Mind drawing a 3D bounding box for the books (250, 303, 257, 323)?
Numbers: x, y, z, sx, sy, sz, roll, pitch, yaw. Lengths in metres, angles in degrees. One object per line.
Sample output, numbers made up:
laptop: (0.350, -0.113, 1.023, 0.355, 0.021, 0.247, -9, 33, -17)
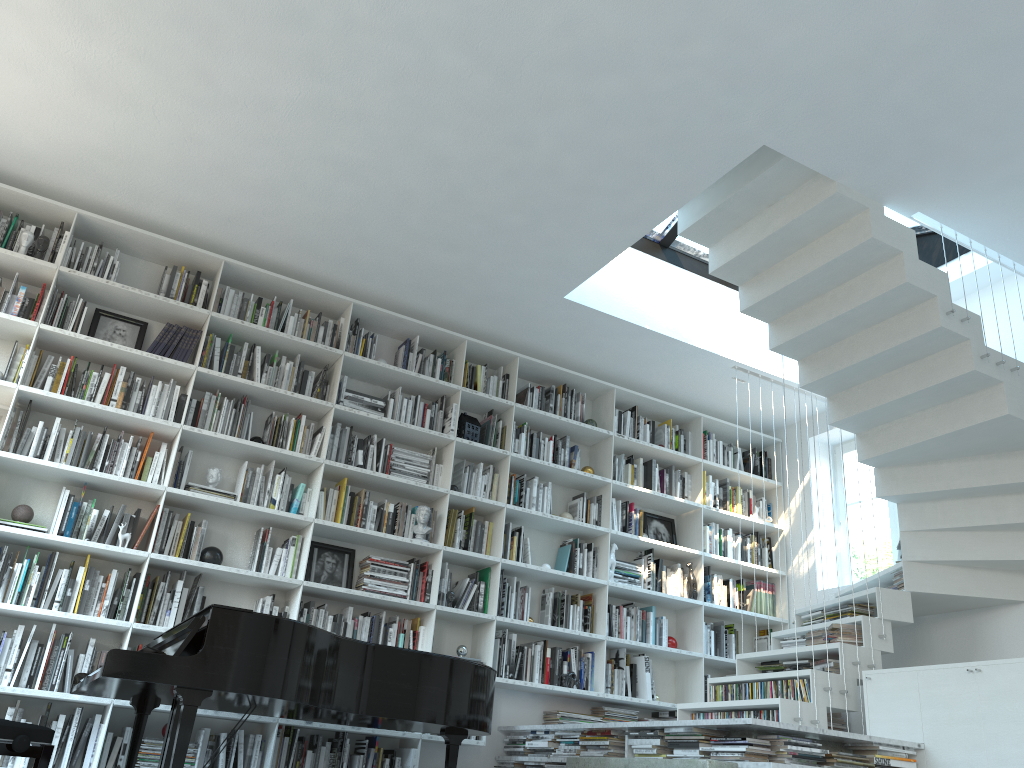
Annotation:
books: (-1.667, -0.388, 5.638, 0.012, 0.215, 0.150, 17, -27, -25)

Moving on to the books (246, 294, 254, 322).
books: (-1.688, -0.425, 5.619, 0.010, 0.263, 0.161, 17, -27, -25)

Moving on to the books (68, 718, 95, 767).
books: (-2.173, 1.815, 4.458, 0.065, 0.255, 0.156, 17, -27, -25)

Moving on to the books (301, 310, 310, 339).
books: (-1.368, -0.332, 5.763, 0.014, 0.265, 0.192, 17, -27, -25)

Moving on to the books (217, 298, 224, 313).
books: (-1.847, -0.431, 5.540, 0.024, 0.182, 0.134, 17, -27, -25)

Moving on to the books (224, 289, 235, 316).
books: (-1.797, -0.453, 5.568, 0.031, 0.253, 0.146, 17, -27, -25)

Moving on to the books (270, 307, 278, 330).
books: (-1.553, -0.365, 5.690, 0.029, 0.234, 0.130, 17, -27, -25)

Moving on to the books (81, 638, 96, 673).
books: (-2.205, 1.463, 4.575, 0.025, 0.286, 0.131, 17, -27, -25)

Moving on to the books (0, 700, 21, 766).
books: (-2.455, 1.704, 4.329, 0.014, 0.303, 0.140, 17, -27, -25)

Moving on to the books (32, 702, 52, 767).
books: (-2.333, 1.741, 4.393, 0.013, 0.308, 0.131, 17, -27, -25)

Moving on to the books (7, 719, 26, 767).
books: (-2.412, 1.748, 4.314, 0.021, 0.217, 0.191, 17, -27, -25)

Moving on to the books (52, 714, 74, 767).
books: (-2.252, 1.791, 4.431, 0.040, 0.263, 0.138, 17, -27, -25)

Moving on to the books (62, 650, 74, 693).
books: (-2.266, 1.473, 4.523, 0.059, 0.215, 0.178, 17, -27, -25)

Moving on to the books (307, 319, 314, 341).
books: (-1.338, -0.297, 5.761, 0.013, 0.206, 0.178, 17, -27, -25)

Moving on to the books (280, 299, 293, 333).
books: (-1.474, -0.379, 5.739, 0.014, 0.314, 0.166, 17, -27, -25)

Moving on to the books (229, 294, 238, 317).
books: (-1.772, -0.432, 5.569, 0.023, 0.219, 0.182, 17, -27, -25)

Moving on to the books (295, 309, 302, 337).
books: (-1.415, -0.338, 5.761, 0.014, 0.268, 0.157, 17, -27, -25)

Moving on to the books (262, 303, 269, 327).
books: (-1.599, -0.382, 5.661, 0.013, 0.233, 0.155, 17, -27, -25)

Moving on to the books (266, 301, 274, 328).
books: (-1.573, -0.385, 5.669, 0.013, 0.250, 0.184, 17, -27, -25)

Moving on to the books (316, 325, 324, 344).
books: (-1.281, -0.265, 5.794, 0.031, 0.184, 0.177, 17, -27, -25)

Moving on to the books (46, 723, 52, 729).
books: (-2.320, 1.789, 4.380, 0.024, 0.213, 0.137, 17, -27, -25)

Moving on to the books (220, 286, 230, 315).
books: (-1.828, -0.465, 5.577, 0.021, 0.277, 0.141, 17, -27, -25)

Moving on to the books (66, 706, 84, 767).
books: (-2.193, 1.775, 4.433, 0.012, 0.302, 0.166, 17, -27, -25)

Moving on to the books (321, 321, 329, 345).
books: (-1.259, -0.278, 5.824, 0.026, 0.236, 0.149, 17, -27, -25)

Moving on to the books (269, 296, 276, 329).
books: (-1.562, -0.402, 5.685, 0.010, 0.297, 0.151, 17, -27, -25)

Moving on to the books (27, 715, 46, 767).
books: (-2.336, 1.756, 4.348, 0.023, 0.243, 0.188, 17, -27, -25)

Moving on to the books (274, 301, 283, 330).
books: (-1.527, -0.382, 5.695, 0.013, 0.275, 0.165, 17, -27, -25)

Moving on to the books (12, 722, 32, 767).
books: (-2.390, 1.760, 4.322, 0.028, 0.205, 0.171, 17, -27, -25)

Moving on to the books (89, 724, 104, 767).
books: (-2.095, 1.830, 4.449, 0.017, 0.232, 0.213, 17, -27, -25)

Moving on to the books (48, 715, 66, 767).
books: (-2.270, 1.778, 4.397, 0.027, 0.255, 0.179, 17, -27, -25)

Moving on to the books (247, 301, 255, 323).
books: (-1.687, -0.399, 5.641, 0.025, 0.233, 0.130, 17, -27, -25)

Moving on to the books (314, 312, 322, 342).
books: (-1.299, -0.314, 5.810, 0.013, 0.284, 0.160, 17, -27, -25)

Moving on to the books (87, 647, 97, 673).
books: (-2.179, 1.481, 4.551, 0.011, 0.238, 0.175, 17, -27, -25)

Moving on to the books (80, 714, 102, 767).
books: (-2.133, 1.819, 4.483, 0.027, 0.275, 0.144, 17, -27, -25)

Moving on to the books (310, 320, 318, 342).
books: (-1.319, -0.290, 5.766, 0.026, 0.199, 0.188, 17, -27, -25)

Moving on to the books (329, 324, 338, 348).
books: (-1.206, -0.262, 5.835, 0.026, 0.224, 0.172, 17, -27, -25)

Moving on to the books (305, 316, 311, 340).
books: (-1.358, -0.307, 5.769, 0.021, 0.227, 0.161, 17, -27, -25)

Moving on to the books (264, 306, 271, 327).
books: (-1.585, -0.372, 5.656, 0.011, 0.215, 0.160, 17, -27, -25)

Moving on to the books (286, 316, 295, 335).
books: (-1.455, -0.319, 5.717, 0.031, 0.189, 0.182, 17, -27, -25)

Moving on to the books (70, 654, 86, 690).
books: (-2.237, 1.497, 4.553, 0.030, 0.202, 0.142, 17, -27, -25)

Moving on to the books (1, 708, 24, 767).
books: (-2.430, 1.720, 4.315, 0.025, 0.265, 0.160, 17, -27, -25)

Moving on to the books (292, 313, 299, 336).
books: (-1.433, -0.329, 5.745, 0.026, 0.234, 0.135, 17, -27, -25)

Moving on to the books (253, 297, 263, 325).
books: (-1.647, -0.406, 5.657, 0.028, 0.266, 0.152, 17, -27, -25)

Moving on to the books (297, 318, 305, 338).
books: (-1.403, -0.305, 5.766, 0.029, 0.212, 0.142, 17, -27, -25)

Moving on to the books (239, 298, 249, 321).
books: (-1.712, -0.414, 5.581, 0.029, 0.207, 0.179, 17, -27, -25)

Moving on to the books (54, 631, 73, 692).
books: (-2.292, 1.424, 4.523, 0.013, 0.299, 0.173, 17, -27, -25)

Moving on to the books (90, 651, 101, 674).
books: (-2.179, 1.504, 4.585, 0.030, 0.226, 0.140, 17, -27, -25)

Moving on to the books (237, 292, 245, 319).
books: (-1.735, -0.434, 5.591, 0.012, 0.248, 0.174, 17, -27, -25)

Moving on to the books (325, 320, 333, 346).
books: (-1.238, -0.278, 5.848, 0.030, 0.260, 0.152, 17, -27, -25)

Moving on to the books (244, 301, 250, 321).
books: (-1.700, -0.403, 5.601, 0.015, 0.206, 0.167, 17, -27, -25)

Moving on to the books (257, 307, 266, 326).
books: (-1.620, -0.371, 5.648, 0.030, 0.200, 0.152, 17, -27, -25)

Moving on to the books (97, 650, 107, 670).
books: (-2.135, 1.497, 4.562, 0.023, 0.227, 0.190, 17, -27, -25)

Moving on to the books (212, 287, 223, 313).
books: (-1.860, -0.468, 5.528, 0.029, 0.236, 0.156, 17, -27, -25)

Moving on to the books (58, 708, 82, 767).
books: (-2.209, 1.775, 4.427, 0.021, 0.294, 0.188, 17, -27, -25)

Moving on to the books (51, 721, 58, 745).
books: (-2.294, 1.786, 4.383, 0.022, 0.223, 0.141, 17, -27, -25)

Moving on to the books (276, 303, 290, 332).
books: (-1.498, -0.373, 5.706, 0.052, 0.271, 0.173, 17, -27, -25)

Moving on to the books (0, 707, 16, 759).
books: (-2.467, 1.709, 4.297, 0.031, 0.265, 0.187, 17, -27, -25)

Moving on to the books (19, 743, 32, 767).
books: (-2.362, 1.774, 4.325, 0.031, 0.187, 0.190, 17, -27, -25)

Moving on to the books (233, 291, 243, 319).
books: (-1.752, -0.439, 5.587, 0.023, 0.250, 0.171, 17, -27, -25)
